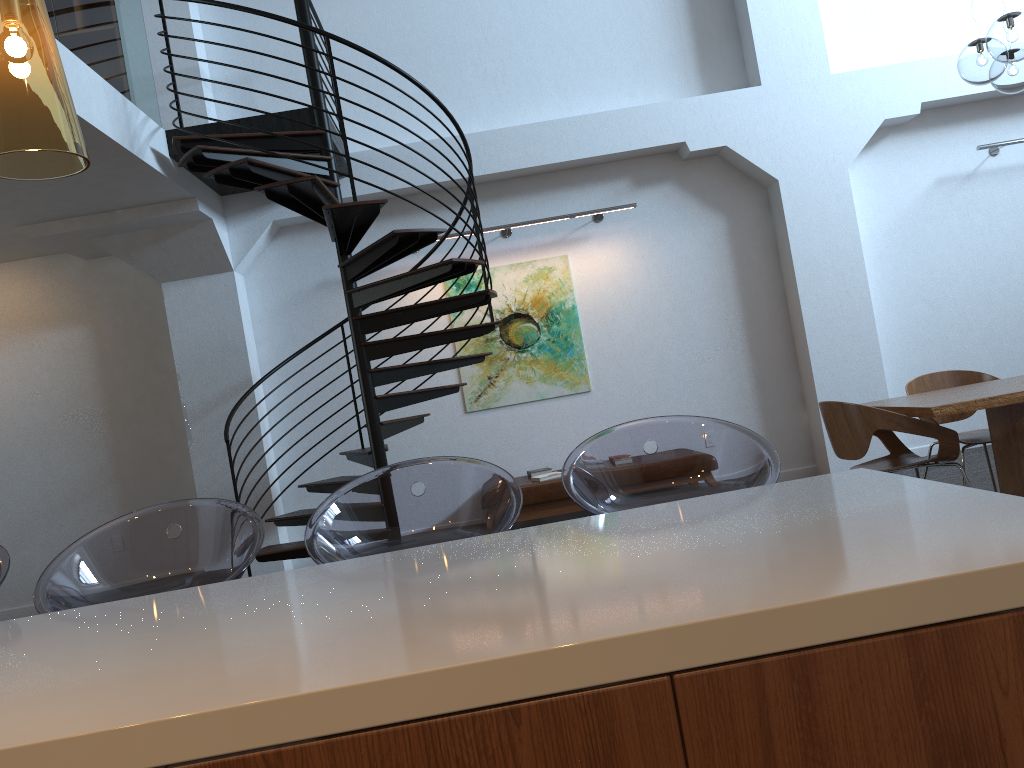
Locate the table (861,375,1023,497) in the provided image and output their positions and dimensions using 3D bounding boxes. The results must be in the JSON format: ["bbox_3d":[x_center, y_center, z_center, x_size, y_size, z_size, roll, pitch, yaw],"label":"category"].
[{"bbox_3d":[3.882,0.163,4.676,3.803,0.750,1.012,-10,-1,-2],"label":"table"}]

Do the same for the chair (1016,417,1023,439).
[{"bbox_3d":[2.736,0.312,4.034,0.629,0.833,0.618,-10,-1,-4],"label":"chair"}]

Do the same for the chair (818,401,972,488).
[{"bbox_3d":[1.979,0.451,4.613,0.618,0.833,0.629,-10,-1,-7],"label":"chair"}]

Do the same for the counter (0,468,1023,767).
[{"bbox_3d":[0.144,0.726,2.333,8.182,0.860,3.039,-9,-1,-31],"label":"counter"}]

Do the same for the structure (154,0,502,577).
[{"bbox_3d":[-1.143,-0.774,6.165,1.998,4.352,1.998,-9,-1,-41],"label":"structure"}]

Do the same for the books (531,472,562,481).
[{"bbox_3d":[0.284,0.727,6.986,0.223,0.031,0.161,-10,-1,-24],"label":"books"}]

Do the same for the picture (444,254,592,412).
[{"bbox_3d":[0.047,-0.439,7.660,1.095,1.200,0.010,-10,-1,-2],"label":"picture"}]

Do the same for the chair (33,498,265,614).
[{"bbox_3d":[-0.797,0.806,2.131,0.530,1.014,0.481,-10,-1,-4],"label":"chair"}]

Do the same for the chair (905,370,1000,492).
[{"bbox_3d":[2.708,0.331,5.218,0.629,0.830,0.617,-10,-1,-2],"label":"chair"}]

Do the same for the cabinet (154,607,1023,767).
[{"bbox_3d":[-1.425,1.009,1.367,4.493,0.796,0.898,-10,-1,-2],"label":"cabinet"}]

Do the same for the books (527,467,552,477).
[{"bbox_3d":[0.231,0.736,7.391,0.183,0.044,0.254,-10,-1,-7],"label":"books"}]

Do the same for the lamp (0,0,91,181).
[{"bbox_3d":[-1.917,-1.023,2.157,2.842,1.807,0.149,-10,-1,37],"label":"lamp"}]

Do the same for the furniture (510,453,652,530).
[{"bbox_3d":[0.727,0.894,7.196,1.819,0.453,0.907,-10,-1,-2],"label":"furniture"}]

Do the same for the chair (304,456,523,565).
[{"bbox_3d":[-0.169,0.697,2.135,0.530,1.014,0.481,-10,-1,-4],"label":"chair"}]

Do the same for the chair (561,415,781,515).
[{"bbox_3d":[0.453,0.589,2.183,0.530,1.014,0.481,-10,-1,0],"label":"chair"}]

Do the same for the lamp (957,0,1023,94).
[{"bbox_3d":[3.083,-2.591,4.698,1.787,2.140,0.849,-10,-1,-3],"label":"lamp"}]

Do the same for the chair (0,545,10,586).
[{"bbox_3d":[-1.418,0.913,2.111,0.530,1.014,0.481,-10,-1,0],"label":"chair"}]
